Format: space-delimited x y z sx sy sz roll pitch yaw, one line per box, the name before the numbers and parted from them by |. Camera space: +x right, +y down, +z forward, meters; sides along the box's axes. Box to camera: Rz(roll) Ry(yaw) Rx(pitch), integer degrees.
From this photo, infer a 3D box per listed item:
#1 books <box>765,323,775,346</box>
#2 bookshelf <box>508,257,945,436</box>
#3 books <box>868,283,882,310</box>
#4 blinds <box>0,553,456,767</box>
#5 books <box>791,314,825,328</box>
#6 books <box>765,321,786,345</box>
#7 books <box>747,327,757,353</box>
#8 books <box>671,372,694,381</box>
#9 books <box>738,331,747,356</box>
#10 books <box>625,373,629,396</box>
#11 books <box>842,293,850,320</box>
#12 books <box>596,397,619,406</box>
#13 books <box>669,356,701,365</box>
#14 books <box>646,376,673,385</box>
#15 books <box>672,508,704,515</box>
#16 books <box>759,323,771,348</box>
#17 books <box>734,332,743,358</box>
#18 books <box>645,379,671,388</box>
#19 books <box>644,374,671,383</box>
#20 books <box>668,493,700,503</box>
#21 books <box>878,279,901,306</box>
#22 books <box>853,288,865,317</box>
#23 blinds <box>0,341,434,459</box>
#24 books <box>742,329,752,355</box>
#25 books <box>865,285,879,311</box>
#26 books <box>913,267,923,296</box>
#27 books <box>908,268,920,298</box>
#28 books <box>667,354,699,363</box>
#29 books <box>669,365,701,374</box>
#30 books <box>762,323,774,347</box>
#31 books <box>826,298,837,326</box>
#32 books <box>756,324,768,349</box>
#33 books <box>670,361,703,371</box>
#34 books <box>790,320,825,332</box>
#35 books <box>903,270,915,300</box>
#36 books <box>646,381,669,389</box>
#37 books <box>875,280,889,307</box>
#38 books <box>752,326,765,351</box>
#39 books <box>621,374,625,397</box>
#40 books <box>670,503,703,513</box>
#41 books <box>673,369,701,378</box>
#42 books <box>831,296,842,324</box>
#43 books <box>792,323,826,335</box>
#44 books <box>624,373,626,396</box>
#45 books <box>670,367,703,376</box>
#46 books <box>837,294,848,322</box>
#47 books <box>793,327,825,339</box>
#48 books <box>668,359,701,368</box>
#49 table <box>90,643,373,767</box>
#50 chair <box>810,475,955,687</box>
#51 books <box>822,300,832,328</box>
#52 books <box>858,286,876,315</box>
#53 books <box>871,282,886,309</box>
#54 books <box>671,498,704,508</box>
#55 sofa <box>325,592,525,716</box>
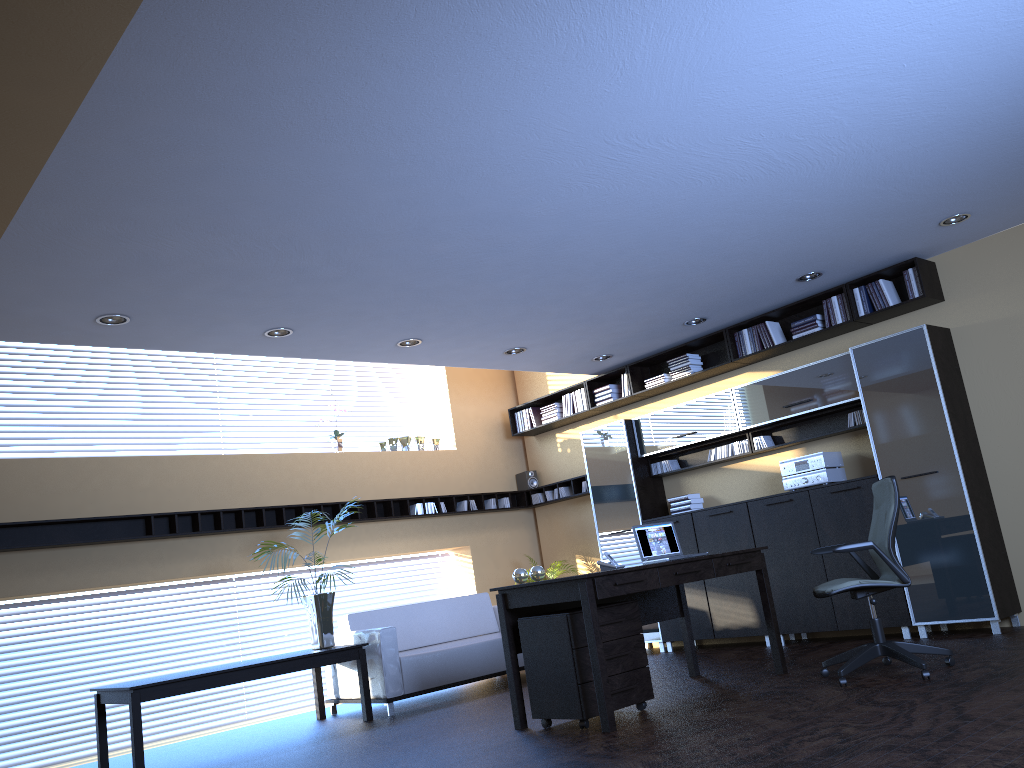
books | 2.472 -0.455 8.289 0.207 0.256 0.072 2 -15 -41
bookshelf | 1.762 -0.187 9.089 0.361 0.338 5.149 2 -16 -41
books | 3.125 -0.727 7.521 0.207 0.258 0.075 2 -15 -42
blinds | -2.668 2.575 8.638 5.393 1.360 0.047 2 -16 -41
books | 2.692 -0.561 8.012 0.207 0.050 0.259 2 -17 -41
books | 2.468 -0.462 8.255 0.207 0.256 0.072 2 -15 -42
books | 2.336 -0.403 8.431 0.207 0.257 0.050 2 -15 -42
books | 1.784 -0.067 9.031 0.207 0.028 0.259 3 -17 -42
books | 2.268 -0.376 8.505 0.207 0.257 0.050 2 -15 -41
books | 1.302 0.010 9.570 0.207 0.258 0.075 2 -16 -42
books | 2.964 -0.661 7.705 0.207 0.257 0.050 2 -15 -41
books | 1.090 0.206 9.814 0.207 0.050 0.259 3 -17 -42
books | 1.765 -0.235 9.055 0.207 0.028 0.259 3 -17 -42
books | 1.565 -0.036 9.281 0.207 0.028 0.259 3 -17 -42
books | 1.787 1.309 8.999 0.207 0.050 0.259 2 -16 -41
books | 2.428 -0.441 8.320 0.207 0.258 0.075 2 -15 -41
books | 2.235 -0.362 8.543 0.207 0.257 0.050 2 -15 -41
books | 1.556 -0.005 9.280 0.207 0.028 0.259 2 -17 -41
books | 1.551 -0.057 9.306 0.207 0.028 0.259 3 -17 -42
books | 1.754 1.167 9.046 0.207 0.050 0.259 3 -17 -42
books | 3.186 -0.752 7.451 0.207 0.258 0.075 2 -15 -42
books | 3.029 -0.688 7.628 0.207 0.257 0.050 2 -15 -42
blinds | -3.050 0.088 9.132 5.393 1.454 0.039 2 -16 -41
books | 2.298 -0.389 8.464 0.207 0.257 0.050 2 -15 -41
books | 3.120 -0.718 7.558 0.207 0.258 0.075 2 -15 -41
books | 3.372 -0.825 7.250 0.207 0.257 0.050 2 -15 -42
books | 3.342 -0.813 7.283 0.207 0.257 0.036 2 -15 -41
books | 1.750 -0.257 9.078 0.207 0.028 0.259 2 -17 -41
books | 1.774 -0.143 9.076 0.207 0.028 0.259 3 -17 -42
books | 2.446 -0.448 8.293 0.207 0.256 0.072 2 -15 -41
books | 2.870 -0.620 7.824 0.207 0.257 0.050 2 -15 -41
books | 2.408 -0.433 8.343 0.207 0.258 0.075 2 -15 -41
books | 1.783 -0.180 9.054 0.207 0.028 0.259 3 -17 -41
books | 2.690 -0.516 8.024 0.207 0.031 0.259 3 -17 -42
books | 3.321 -0.801 7.323 0.207 0.257 0.050 2 -15 -42
books | 1.565 0.019 9.265 0.207 0.028 0.259 2 -17 -41
books | 3.166 -0.743 7.475 0.207 0.258 0.075 2 -15 -42
books | 2.368 -0.416 8.391 0.207 0.257 0.050 2 -15 -41
books | 1.268 0.027 9.622 0.207 0.258 0.075 2 -15 -42
books | 1.776 1.263 9.020 0.207 0.050 0.259 2 -17 -41
books | 1.800 -0.100 9.027 0.207 0.028 0.259 2 -17 -41
books | 2.897 -0.634 7.780 0.207 0.257 0.050 2 -15 -42
books | 2.703 -0.489 8.010 0.207 0.031 0.259 2 -17 -41
books | 1.292 0.019 9.602 0.207 0.258 0.075 2 -15 -42
books | 1.782 -0.122 9.046 0.207 0.028 0.259 3 -17 -42
books | 2.931 -0.647 7.743 0.207 0.257 0.050 2 -15 -42
books | 2.708 -0.444 8.014 0.207 0.050 0.259 3 -17 -42
books | 1.764 -0.205 9.060 0.207 0.028 0.259 3 -17 -42
table | -2.130 2.498 6.908 1.895 0.600 0.902 2 -16 -41
chair | 2.296 1.228 5.671 0.769 1.209 0.836 -10 -12 4
books | 2.833 -0.606 7.860 0.207 0.259 0.055 2 -15 -41
books | 3.063 -0.702 7.590 0.207 0.257 0.050 2 -15 -42
books | 3.149 -0.735 7.500 0.207 0.258 0.075 2 -15 -41
books | 1.783 1.211 9.027 0.207 0.050 0.259 2 -17 -41
sofa | -0.616 2.448 8.292 2.057 0.844 1.019 2 -16 -41
